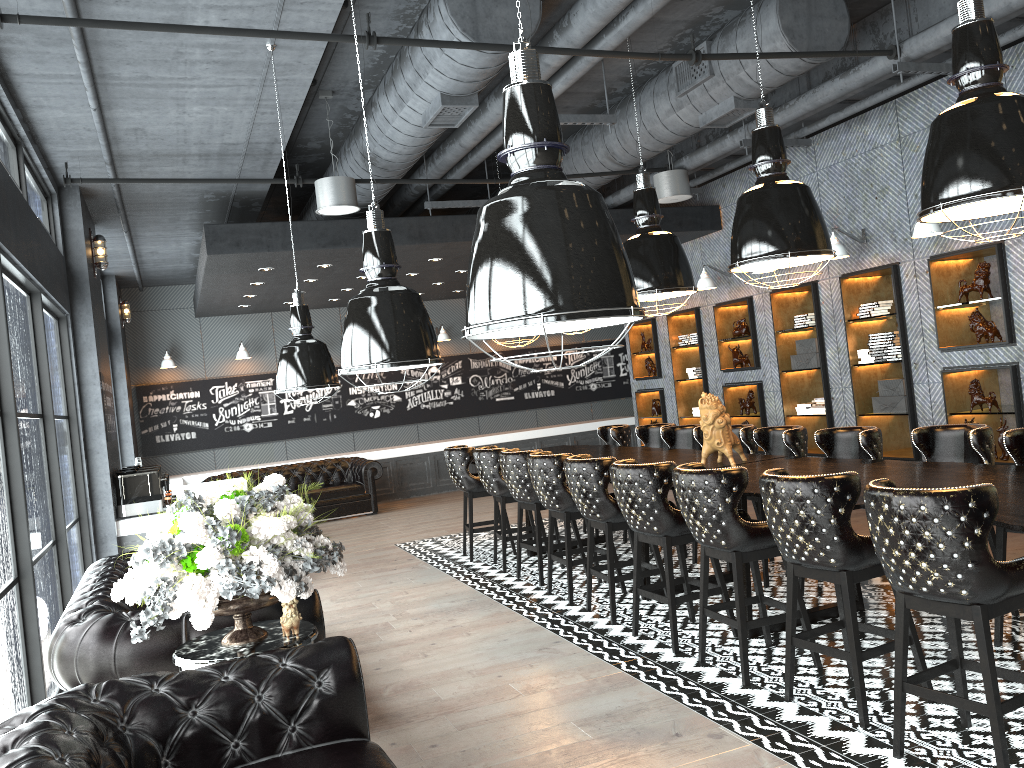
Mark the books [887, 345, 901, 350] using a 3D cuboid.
[{"bbox_3d":[3.722,-0.358,8.412,0.193,0.028,0.245,-6,0,-26],"label":"books"}]

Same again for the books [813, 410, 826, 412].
[{"bbox_3d":[3.328,0.281,9.407,0.158,0.021,0.224,-6,0,-12],"label":"books"}]

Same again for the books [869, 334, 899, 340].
[{"bbox_3d":[3.600,-0.457,8.590,0.245,0.028,0.193,-6,0,30],"label":"books"}]

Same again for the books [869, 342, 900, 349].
[{"bbox_3d":[3.604,-0.372,8.575,0.245,0.028,0.193,-7,0,38],"label":"books"}]

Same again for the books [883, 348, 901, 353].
[{"bbox_3d":[3.702,-0.327,8.444,0.193,0.028,0.245,-6,0,-31],"label":"books"}]

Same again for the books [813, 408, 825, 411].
[{"bbox_3d":[3.325,0.259,9.408,0.202,0.022,0.228,-6,0,-18],"label":"books"}]

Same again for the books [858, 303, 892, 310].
[{"bbox_3d":[3.562,-0.758,8.689,0.193,0.028,0.245,-6,0,-29],"label":"books"}]

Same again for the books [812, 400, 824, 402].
[{"bbox_3d":[3.322,0.174,9.402,0.197,0.020,0.206,-6,0,-19],"label":"books"}]

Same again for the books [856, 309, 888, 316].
[{"bbox_3d":[3.532,-0.698,8.699,0.193,0.028,0.245,-6,0,-10],"label":"books"}]

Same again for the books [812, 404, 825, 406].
[{"bbox_3d":[3.323,0.217,9.414,0.197,0.023,0.248,-6,0,-4],"label":"books"}]

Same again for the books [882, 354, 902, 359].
[{"bbox_3d":[3.674,-0.267,8.423,0.193,0.028,0.245,-6,0,-10],"label":"books"}]

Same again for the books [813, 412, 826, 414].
[{"bbox_3d":[3.326,0.301,9.397,0.167,0.023,0.228,-6,0,-21],"label":"books"}]

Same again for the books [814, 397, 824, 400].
[{"bbox_3d":[3.339,0.150,9.416,0.185,0.024,0.212,-6,0,-27],"label":"books"}]

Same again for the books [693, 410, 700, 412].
[{"bbox_3d":[2.524,0.337,11.639,0.243,0.024,0.175,-6,0,-30],"label":"books"}]

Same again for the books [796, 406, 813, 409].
[{"bbox_3d":[3.263,0.250,9.725,0.243,0.024,0.175,-6,0,-22],"label":"books"}]

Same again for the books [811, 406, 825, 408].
[{"bbox_3d":[3.318,0.239,9.405,0.205,0.019,0.264,-6,0,-22],"label":"books"}]

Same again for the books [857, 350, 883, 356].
[{"bbox_3d":[3.540,-0.309,8.670,0.245,0.028,0.193,-6,0,-8],"label":"books"}]

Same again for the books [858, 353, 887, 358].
[{"bbox_3d":[3.562,-0.283,8.709,0.245,0.028,0.193,-6,0,-15],"label":"books"}]

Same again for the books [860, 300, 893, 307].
[{"bbox_3d":[3.570,-0.788,8.685,0.193,0.028,0.245,-6,0,-21],"label":"books"}]

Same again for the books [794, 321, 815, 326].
[{"bbox_3d":[3.197,-0.659,9.581,0.193,0.028,0.245,-6,0,-10],"label":"books"}]

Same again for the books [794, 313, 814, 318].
[{"bbox_3d":[3.200,-0.744,9.576,0.193,0.028,0.245,-6,0,-18],"label":"books"}]

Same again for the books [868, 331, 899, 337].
[{"bbox_3d":[3.611,-0.486,8.589,0.245,0.028,0.193,-7,0,44],"label":"books"}]

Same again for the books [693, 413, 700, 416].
[{"bbox_3d":[2.523,0.390,11.618,0.243,0.034,0.179,-7,0,38],"label":"books"}]

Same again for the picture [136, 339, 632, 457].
[{"bbox_3d":[-0.027,-0.055,16.078,12.470,1.103,0.200,-6,-1,-21],"label":"picture"}]

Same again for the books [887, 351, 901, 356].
[{"bbox_3d":[3.731,-0.302,8.433,0.193,0.028,0.245,-6,0,-25],"label":"books"}]

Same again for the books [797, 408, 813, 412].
[{"bbox_3d":[3.252,0.275,9.697,0.227,0.024,0.166,-7,0,37],"label":"books"}]

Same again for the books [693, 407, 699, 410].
[{"bbox_3d":[2.506,0.312,11.627,0.225,0.029,0.179,-6,0,-38],"label":"books"}]

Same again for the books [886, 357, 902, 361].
[{"bbox_3d":[3.712,-0.243,8.414,0.193,0.028,0.245,-6,0,-17],"label":"books"}]

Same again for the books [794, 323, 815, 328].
[{"bbox_3d":[3.206,-0.631,9.592,0.193,0.028,0.245,-6,0,-21],"label":"books"}]

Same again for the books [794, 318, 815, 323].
[{"bbox_3d":[3.208,-0.688,9.572,0.193,0.028,0.245,-6,0,-30],"label":"books"}]

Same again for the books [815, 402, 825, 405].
[{"bbox_3d":[3.350,0.192,9.407,0.244,0.023,0.247,-6,0,-36],"label":"books"}]

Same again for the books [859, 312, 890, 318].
[{"bbox_3d":[3.545,-0.671,8.672,0.193,0.028,0.245,-6,0,-5],"label":"books"}]

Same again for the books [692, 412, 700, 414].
[{"bbox_3d":[2.507,0.363,11.630,0.166,0.024,0.227,-6,0,-35],"label":"books"}]

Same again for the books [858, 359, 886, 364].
[{"bbox_3d":[3.556,-0.225,8.692,0.245,0.028,0.193,-6,0,-28],"label":"books"}]

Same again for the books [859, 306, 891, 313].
[{"bbox_3d":[3.554,-0.729,8.687,0.193,0.028,0.245,-6,0,-13],"label":"books"}]

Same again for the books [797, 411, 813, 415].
[{"bbox_3d":[3.269,0.302,9.685,0.179,0.034,0.243,-6,0,-42],"label":"books"}]

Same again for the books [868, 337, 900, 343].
[{"bbox_3d":[3.612,-0.430,8.606,0.245,0.028,0.193,-7,0,39],"label":"books"}]

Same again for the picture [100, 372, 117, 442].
[{"bbox_3d":[-3.939,0.240,8.577,0.086,0.634,1.389,-6,0,-21],"label":"picture"}]

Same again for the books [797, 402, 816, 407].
[{"bbox_3d":[3.255,0.225,9.685,0.225,0.029,0.179,-6,0,-36],"label":"books"}]

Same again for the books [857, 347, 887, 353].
[{"bbox_3d":[3.549,-0.338,8.696,0.245,0.028,0.193,-6,0,-14],"label":"books"}]

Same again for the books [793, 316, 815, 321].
[{"bbox_3d":[3.208,-0.717,9.620,0.193,0.028,0.245,-6,0,-15],"label":"books"}]

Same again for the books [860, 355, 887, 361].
[{"bbox_3d":[3.566,-0.255,8.655,0.245,0.028,0.193,-6,0,-22],"label":"books"}]

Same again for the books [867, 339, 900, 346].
[{"bbox_3d":[3.593,-0.399,8.574,0.245,0.028,0.193,-7,0,41],"label":"books"}]
